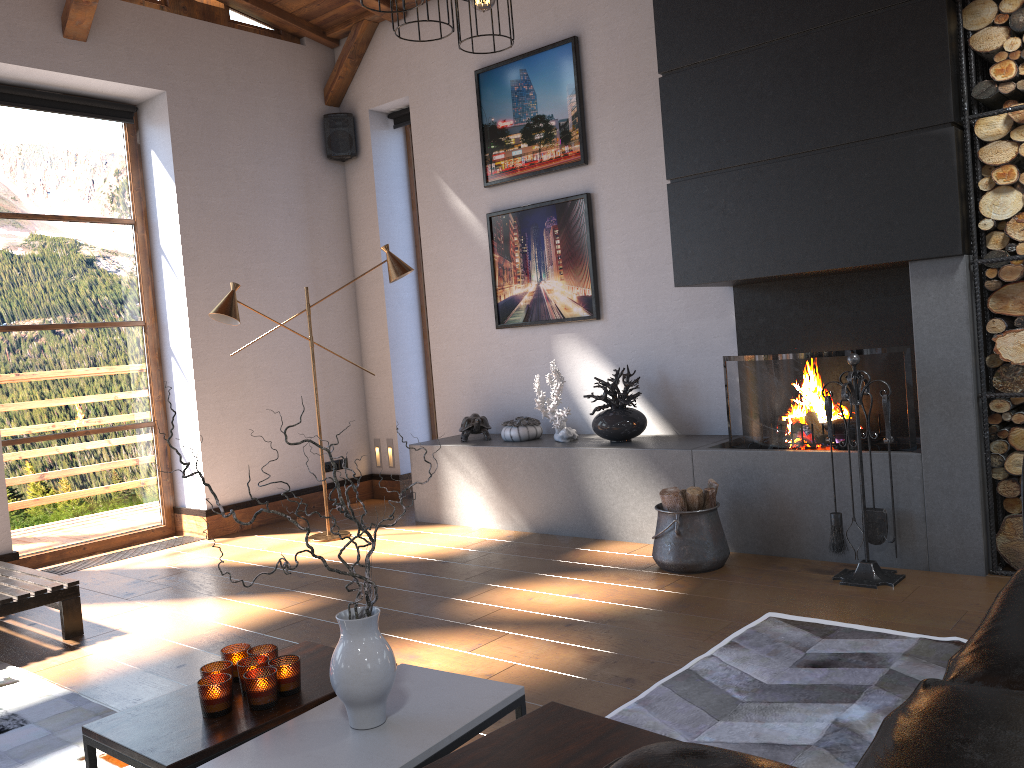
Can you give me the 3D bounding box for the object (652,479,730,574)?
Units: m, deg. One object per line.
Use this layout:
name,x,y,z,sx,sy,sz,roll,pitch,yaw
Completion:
object,0.882,0.701,4.428,0.388,0.431,0.380,-6,3,-24

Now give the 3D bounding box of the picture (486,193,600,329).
picture,0.193,-0.805,5.969,0.869,0.816,0.036,-3,3,40

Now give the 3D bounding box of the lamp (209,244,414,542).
lamp,-1.253,0.069,5.752,1.336,1.898,0.522,-6,3,-29

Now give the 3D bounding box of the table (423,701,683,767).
table,0.016,0.929,1.677,0.395,0.350,0.658,-2,4,45

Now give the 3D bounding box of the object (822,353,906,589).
object,1.556,0.370,3.951,0.308,1.017,0.307,-5,2,-4

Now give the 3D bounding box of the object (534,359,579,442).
object,0.262,0.110,5.560,0.258,0.532,0.429,-4,2,9

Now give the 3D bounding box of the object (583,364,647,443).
object,0.636,0.118,5.335,0.337,0.455,0.338,-6,3,-24

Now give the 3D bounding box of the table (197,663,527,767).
table,-0.306,0.940,1.993,0.395,0.350,0.658,-3,3,35

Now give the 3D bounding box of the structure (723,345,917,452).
structure,1.488,0.096,4.472,0.970,0.514,0.186,-3,3,40

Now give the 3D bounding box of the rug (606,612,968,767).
rug,0.615,1.055,1.297,2.402,0.053,4.095,-2,4,41

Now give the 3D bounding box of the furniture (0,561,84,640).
furniture,-3.334,1.085,3.400,1.161,0.436,2.794,-2,4,40

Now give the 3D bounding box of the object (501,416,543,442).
object,0.060,0.293,5.866,0.277,0.160,0.262,-2,4,42

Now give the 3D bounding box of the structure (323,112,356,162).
structure,-1.363,-1.962,7.039,0.211,0.349,0.216,-3,3,40

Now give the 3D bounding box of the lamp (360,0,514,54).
lamp,-0.369,-2.131,2.495,0.259,2.201,0.812,-3,3,31

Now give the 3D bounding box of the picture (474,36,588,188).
picture,0.110,-1.796,5.932,0.869,0.816,0.036,-3,3,40

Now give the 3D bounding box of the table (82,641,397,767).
table,-0.654,0.957,2.252,0.395,0.350,0.658,-3,3,40

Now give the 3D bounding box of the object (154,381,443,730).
object,-0.401,0.368,1.978,0.627,0.808,0.401,-7,3,-39

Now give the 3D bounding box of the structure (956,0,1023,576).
structure,2.338,-0.497,3.874,0.496,2.616,0.518,-3,3,40

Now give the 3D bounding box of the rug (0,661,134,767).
rug,-2.467,1.253,2.431,3.762,0.053,2.463,-2,4,41

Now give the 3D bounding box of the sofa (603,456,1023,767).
sofa,1.282,0.602,1.398,1.224,0.838,2.598,-3,3,40

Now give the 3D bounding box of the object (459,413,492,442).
object,-0.254,0.295,6.102,0.227,0.183,0.404,-5,3,-6

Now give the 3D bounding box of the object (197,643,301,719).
object,-0.660,0.740,2.257,0.248,0.081,0.301,-5,3,-11

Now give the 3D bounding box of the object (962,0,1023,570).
object,2.340,-0.491,3.885,0.487,2.611,0.472,-3,3,40
